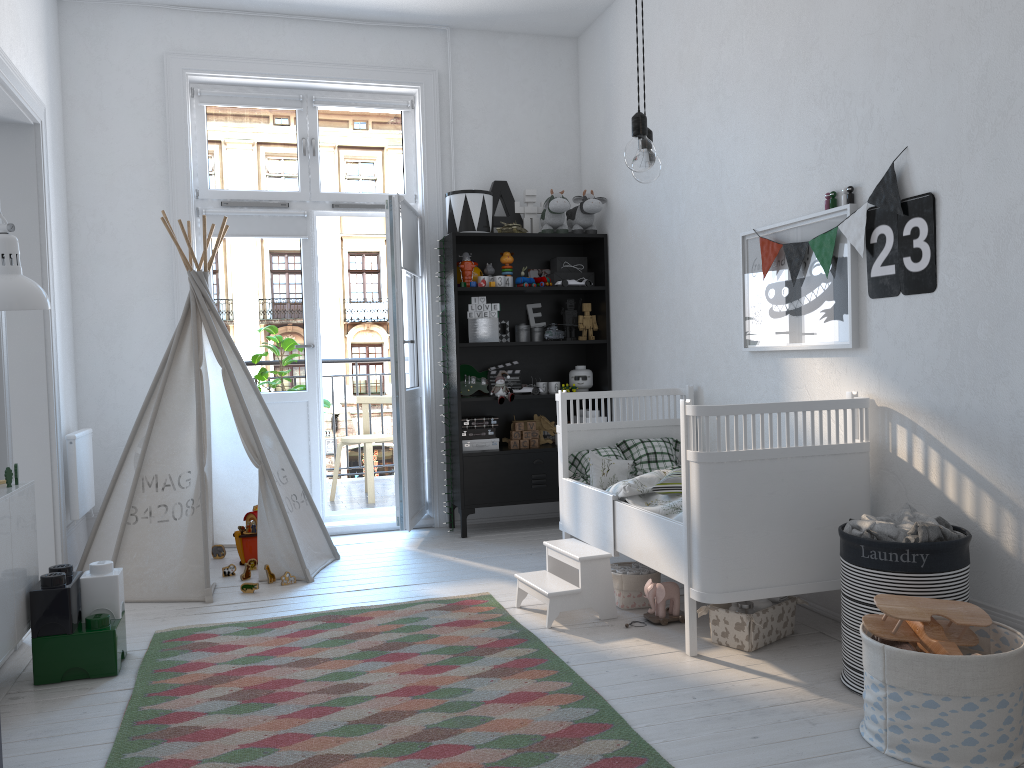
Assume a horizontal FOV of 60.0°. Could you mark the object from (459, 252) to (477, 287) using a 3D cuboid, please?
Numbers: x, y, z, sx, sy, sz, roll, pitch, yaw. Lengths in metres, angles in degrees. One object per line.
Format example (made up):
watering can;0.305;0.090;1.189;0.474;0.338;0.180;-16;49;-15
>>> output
object;-0.245;-0.635;4.952;0.105;0.203;0.072;-2;2;-9

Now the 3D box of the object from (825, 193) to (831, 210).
object;1.126;-0.649;3.154;0.025;0.064;0.025;-3;2;-21

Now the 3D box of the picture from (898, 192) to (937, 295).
picture;1.259;-0.433;2.760;0.013;0.305;0.153;-2;2;-17

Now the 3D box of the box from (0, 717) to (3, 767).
box;-1.249;0.843;1.868;0.254;0.259;0.251;-2;2;-17

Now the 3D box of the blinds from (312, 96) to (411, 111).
blinds;-0.872;-1.632;5.162;0.565;0.060;0.032;-2;2;-17

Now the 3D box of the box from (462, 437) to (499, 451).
box;-0.198;0.343;5.086;0.215;0.062;0.179;-2;2;-17

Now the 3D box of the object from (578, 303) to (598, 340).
object;0.444;-0.365;5.208;0.114;0.221;0.052;-2;2;-17

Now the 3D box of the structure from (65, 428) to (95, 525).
structure;-2.118;0.458;4.384;0.075;0.460;0.635;-3;2;-20

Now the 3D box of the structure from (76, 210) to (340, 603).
structure;-1.473;0.037;4.236;1.143;1.750;1.143;-3;3;-41

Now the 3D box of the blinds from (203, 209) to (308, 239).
blinds;-1.445;-0.903;5.010;0.565;0.158;0.032;-2;2;-17

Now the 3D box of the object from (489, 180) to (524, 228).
object;-0.066;-1.017;5.212;0.343;0.344;0.057;-2;2;-17

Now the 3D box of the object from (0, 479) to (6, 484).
object;-1.522;0.306;2.467;0.111;0.047;0.902;-2;2;-22

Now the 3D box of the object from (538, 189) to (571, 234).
object;0.239;-0.973;5.101;0.154;0.253;0.370;-2;2;-9

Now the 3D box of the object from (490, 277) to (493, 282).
object;-0.120;-0.572;5.036;0.067;0.067;0.067;-3;3;-43

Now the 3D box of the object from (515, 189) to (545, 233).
object;0.109;-0.996;5.234;0.190;0.291;0.065;-2;2;-12

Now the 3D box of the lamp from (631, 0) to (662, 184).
lamp;-0.131;-1.252;2.613;0.074;1.530;1.381;-4;3;-42

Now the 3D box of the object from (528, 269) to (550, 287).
object;0.268;-0.627;5.337;0.347;0.132;0.037;-2;2;-17

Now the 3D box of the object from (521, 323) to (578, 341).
object;0.241;-0.300;5.161;0.368;0.106;0.349;-2;2;-15

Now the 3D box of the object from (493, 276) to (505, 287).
object;-0.071;-0.573;4.990;0.067;0.067;0.067;-2;2;-16

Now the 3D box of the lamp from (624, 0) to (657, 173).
lamp;-0.166;-1.248;2.479;0.074;1.530;1.381;-4;3;-42

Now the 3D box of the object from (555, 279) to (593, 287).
object;0.355;-0.579;5.108;0.230;0.048;0.098;-3;2;-27

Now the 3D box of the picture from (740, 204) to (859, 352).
picture;1.071;-0.376;3.369;0.030;0.493;0.703;-2;2;-17

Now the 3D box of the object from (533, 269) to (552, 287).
object;0.172;-0.613;5.145;0.122;0.112;0.087;0;3;44

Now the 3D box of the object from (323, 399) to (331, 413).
object;-1.595;0.211;6.117;0.720;1.225;0.489;-2;2;-6

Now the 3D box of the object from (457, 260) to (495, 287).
object;-0.233;-0.633;5.029;0.197;0.197;0.318;-2;2;-20

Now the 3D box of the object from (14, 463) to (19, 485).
object;-1.582;0.287;2.832;0.009;0.067;0.054;-3;2;-26

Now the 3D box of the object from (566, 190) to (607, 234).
object;0.383;-0.979;5.148;0.211;0.253;0.386;-3;2;-33

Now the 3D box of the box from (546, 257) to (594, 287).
box;0.348;-0.654;5.250;0.251;0.189;0.179;-2;2;-17

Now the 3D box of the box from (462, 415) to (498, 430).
box;-0.203;0.220;5.083;0.215;0.062;0.179;-2;2;-17

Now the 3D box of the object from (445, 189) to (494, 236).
object;-0.227;-0.966;5.088;0.272;0.259;0.394;-1;2;12

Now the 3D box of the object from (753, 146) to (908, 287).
object;1.108;-0.569;3.204;0.058;0.415;0.904;-2;2;-17

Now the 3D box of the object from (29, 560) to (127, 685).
object;-1.419;0.769;2.914;0.246;0.332;0.246;-2;2;-17

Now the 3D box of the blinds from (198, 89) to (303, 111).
blinds;-1.466;-1.596;4.985;0.565;0.087;0.032;-2;2;-17

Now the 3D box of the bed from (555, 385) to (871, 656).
bed;0.709;0.442;3.517;0.670;0.833;1.403;-2;2;-17

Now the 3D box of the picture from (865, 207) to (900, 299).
picture;1.215;-0.434;2.907;0.010;0.301;0.152;-2;2;-17

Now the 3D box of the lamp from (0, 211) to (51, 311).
lamp;-1.482;-0.518;2.264;0.200;0.656;0.651;-1;2;17

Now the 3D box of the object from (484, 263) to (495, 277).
object;-0.130;-0.621;5.140;0.063;0.160;0.063;-3;3;-38

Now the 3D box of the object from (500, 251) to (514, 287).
object;-0.027;-0.648;5.041;0.077;0.213;0.077;-1;2;17

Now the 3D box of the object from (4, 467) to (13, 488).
object;-1.569;0.290;2.765;0.007;0.063;0.029;-1;2;10

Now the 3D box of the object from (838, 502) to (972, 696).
object;1.132;0.615;2.563;0.345;0.513;0.346;-3;2;-26

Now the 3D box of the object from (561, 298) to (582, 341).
object;0.353;-0.383;5.245;0.117;0.259;0.081;-2;2;-17

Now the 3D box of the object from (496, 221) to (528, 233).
object;-0.008;-0.892;5.042;0.121;0.100;0.338;-1;2;18

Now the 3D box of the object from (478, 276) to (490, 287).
object;-0.159;-0.570;4.979;0.067;0.067;0.067;-2;2;-16

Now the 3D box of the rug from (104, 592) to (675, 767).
rug;-0.435;0.914;2.549;1.319;0.016;2.028;-2;2;-16

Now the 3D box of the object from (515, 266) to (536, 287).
object;0.079;-0.608;5.074;0.121;0.126;0.087;-3;2;-39

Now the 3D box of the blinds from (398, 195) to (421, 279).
blinds;-0.565;-0.812;4.981;0.032;0.390;0.565;-2;2;3

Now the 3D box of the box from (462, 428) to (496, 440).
box;-0.218;0.282;5.079;0.215;0.062;0.179;-2;2;-17

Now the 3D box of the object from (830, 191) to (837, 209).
object;1.133;-0.648;3.127;0.025;0.064;0.025;-2;2;-19

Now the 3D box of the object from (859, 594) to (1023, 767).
object;1.065;0.707;2.205;0.379;0.367;0.378;0;3;43

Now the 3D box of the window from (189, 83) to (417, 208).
window;-1.172;-1.359;5.100;1.263;0.660;0.101;-2;2;-17

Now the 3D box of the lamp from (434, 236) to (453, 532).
lamp;0.045;-0.012;5.195;0.985;1.685;0.095;-2;2;-19
